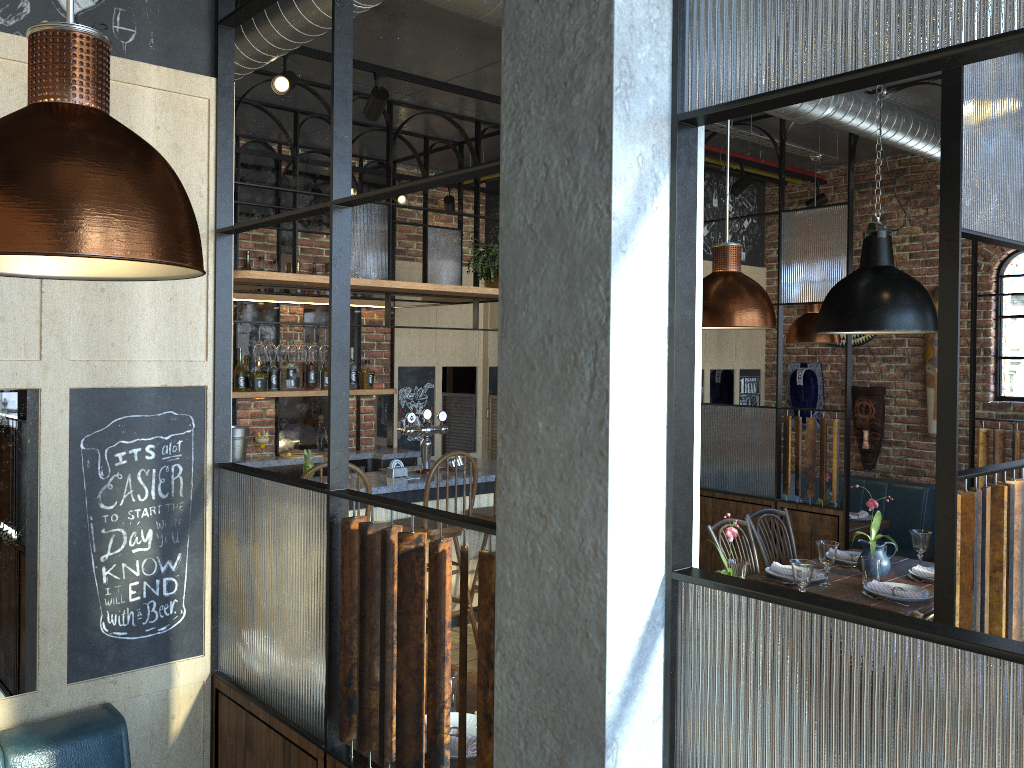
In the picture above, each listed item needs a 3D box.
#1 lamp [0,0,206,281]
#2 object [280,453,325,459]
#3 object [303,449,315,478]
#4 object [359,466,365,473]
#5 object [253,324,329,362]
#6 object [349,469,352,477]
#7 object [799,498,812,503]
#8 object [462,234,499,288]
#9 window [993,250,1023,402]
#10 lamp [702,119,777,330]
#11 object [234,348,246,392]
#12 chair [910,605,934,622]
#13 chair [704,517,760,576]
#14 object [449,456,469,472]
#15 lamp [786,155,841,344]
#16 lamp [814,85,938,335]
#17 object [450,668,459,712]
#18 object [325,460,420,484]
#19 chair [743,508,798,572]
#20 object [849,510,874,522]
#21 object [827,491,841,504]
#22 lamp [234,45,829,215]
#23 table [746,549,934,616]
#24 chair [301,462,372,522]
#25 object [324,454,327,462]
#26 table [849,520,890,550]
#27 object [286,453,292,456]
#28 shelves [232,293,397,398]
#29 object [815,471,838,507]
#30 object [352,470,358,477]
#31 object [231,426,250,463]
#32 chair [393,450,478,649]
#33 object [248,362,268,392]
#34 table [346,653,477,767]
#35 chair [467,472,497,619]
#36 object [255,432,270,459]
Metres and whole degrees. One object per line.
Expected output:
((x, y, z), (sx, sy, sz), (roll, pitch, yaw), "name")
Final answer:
((-0.600, -0.823, 1.199), (0.381, 1.334, 0.356), (1, 0, 22), "lamp")
((-1.571, 0.533, 6.592), (0.303, 0.019, 0.247), (-1, 2, -32), "object")
((-1.184, 0.483, 5.137), (0.072, 0.211, 0.066), (1, 1, 32), "object")
((-0.946, 0.551, 5.548), (0.040, 0.059, 0.043), (0, 1, -31), "object")
((-1.265, -0.233, 5.093), (0.475, 0.208, 0.069), (-1, 1, -40), "object")
((-1.019, 0.552, 5.497), (0.044, 0.059, 0.040), (1, 1, 39), "object")
((2.124, 0.894, 6.384), (0.087, 0.119, 0.082), (1, 1, 18), "object")
((-0.003, -0.805, 5.882), (0.631, 0.369, 0.479), (1, 1, 27), "object")
((4.243, -0.290, 1.813), (3.521, 2.429, 8.332), (1, 2, 13), "window")
((0.822, -0.878, 3.356), (0.381, 1.334, 0.356), (1, 0, 22), "lamp")
((-1.957, -0.103, 6.338), (0.084, 0.318, 0.077), (1, 1, 30), "object")
((1.304, 1.188, 3.202), (0.387, 0.915, 0.545), (0, 1, -36), "chair")
((1.262, 1.153, 4.315), (0.386, 0.915, 0.546), (0, 1, -41), "chair")
((-0.358, 0.530, 5.883), (0.094, 0.091, 0.171), (1, 2, 23), "object")
((2.158, -0.959, 6.291), (0.386, 1.334, 0.351), (1, 1, 42), "lamp")
((1.703, -0.899, 4.101), (0.509, 1.326, 0.550), (0, 1, -28), "lamp")
((-0.192, 0.872, 2.481), (0.083, 0.119, 0.085), (0, 1, -10), "object")
((-0.900, 0.536, 5.305), (0.732, 0.106, 0.210), (-1, 2, -40), "object")
((1.532, 1.146, 4.611), (0.387, 0.915, 0.545), (0, 1, -36), "chair")
((2.425, 0.935, 6.285), (0.257, 0.051, 0.340), (-1, 2, -38), "object")
((2.282, 0.863, 6.268), (0.102, 0.191, 0.094), (1, 1, 29), "object")
((0.599, -1.433, 4.119), (6.893, 0.274, 6.561), (-1, 2, -41), "lamp")
((1.696, 1.260, 4.117), (0.983, 0.727, 0.762), (-1, 2, -41), "table")
((-0.992, 0.987, 4.717), (0.421, 1.195, 0.425), (0, 1, -22), "chair")
((-1.063, 0.488, 5.215), (0.104, 0.197, 0.108), (0, 1, -13), "object")
((2.134, 1.259, 6.276), (0.709, 0.603, 0.779), (-1, 2, -41), "table")
((-1.493, 0.397, 6.684), (0.468, 0.288, 0.092), (-1, 1, -40), "object")
((-1.857, -0.288, 6.710), (2.021, 0.746, 0.633), (-1, 2, -40), "shelves")
((2.126, 0.754, 5.954), (0.153, 0.426, 0.194), (1, 1, 27), "object")
((-0.980, 0.551, 5.519), (0.044, 0.059, 0.040), (1, 1, 39), "object")
((-1.972, 0.426, 6.253), (0.221, 0.246, 0.213), (1, 1, 10), "object")
((-0.459, 0.976, 5.214), (0.432, 1.195, 0.414), (1, 1, 43), "chair")
((-1.846, -0.078, 6.409), (0.111, 0.265, 0.122), (0, 1, -40), "object")
((-0.312, 1.295, 2.493), (0.716, 0.727, 0.786), (0, 1, -41), "table")
((-0.028, 0.968, 5.579), (0.415, 1.195, 0.431), (0, 1, -37), "chair")
((-1.823, 0.447, 6.433), (0.104, 0.197, 0.108), (0, 1, -13), "object")
